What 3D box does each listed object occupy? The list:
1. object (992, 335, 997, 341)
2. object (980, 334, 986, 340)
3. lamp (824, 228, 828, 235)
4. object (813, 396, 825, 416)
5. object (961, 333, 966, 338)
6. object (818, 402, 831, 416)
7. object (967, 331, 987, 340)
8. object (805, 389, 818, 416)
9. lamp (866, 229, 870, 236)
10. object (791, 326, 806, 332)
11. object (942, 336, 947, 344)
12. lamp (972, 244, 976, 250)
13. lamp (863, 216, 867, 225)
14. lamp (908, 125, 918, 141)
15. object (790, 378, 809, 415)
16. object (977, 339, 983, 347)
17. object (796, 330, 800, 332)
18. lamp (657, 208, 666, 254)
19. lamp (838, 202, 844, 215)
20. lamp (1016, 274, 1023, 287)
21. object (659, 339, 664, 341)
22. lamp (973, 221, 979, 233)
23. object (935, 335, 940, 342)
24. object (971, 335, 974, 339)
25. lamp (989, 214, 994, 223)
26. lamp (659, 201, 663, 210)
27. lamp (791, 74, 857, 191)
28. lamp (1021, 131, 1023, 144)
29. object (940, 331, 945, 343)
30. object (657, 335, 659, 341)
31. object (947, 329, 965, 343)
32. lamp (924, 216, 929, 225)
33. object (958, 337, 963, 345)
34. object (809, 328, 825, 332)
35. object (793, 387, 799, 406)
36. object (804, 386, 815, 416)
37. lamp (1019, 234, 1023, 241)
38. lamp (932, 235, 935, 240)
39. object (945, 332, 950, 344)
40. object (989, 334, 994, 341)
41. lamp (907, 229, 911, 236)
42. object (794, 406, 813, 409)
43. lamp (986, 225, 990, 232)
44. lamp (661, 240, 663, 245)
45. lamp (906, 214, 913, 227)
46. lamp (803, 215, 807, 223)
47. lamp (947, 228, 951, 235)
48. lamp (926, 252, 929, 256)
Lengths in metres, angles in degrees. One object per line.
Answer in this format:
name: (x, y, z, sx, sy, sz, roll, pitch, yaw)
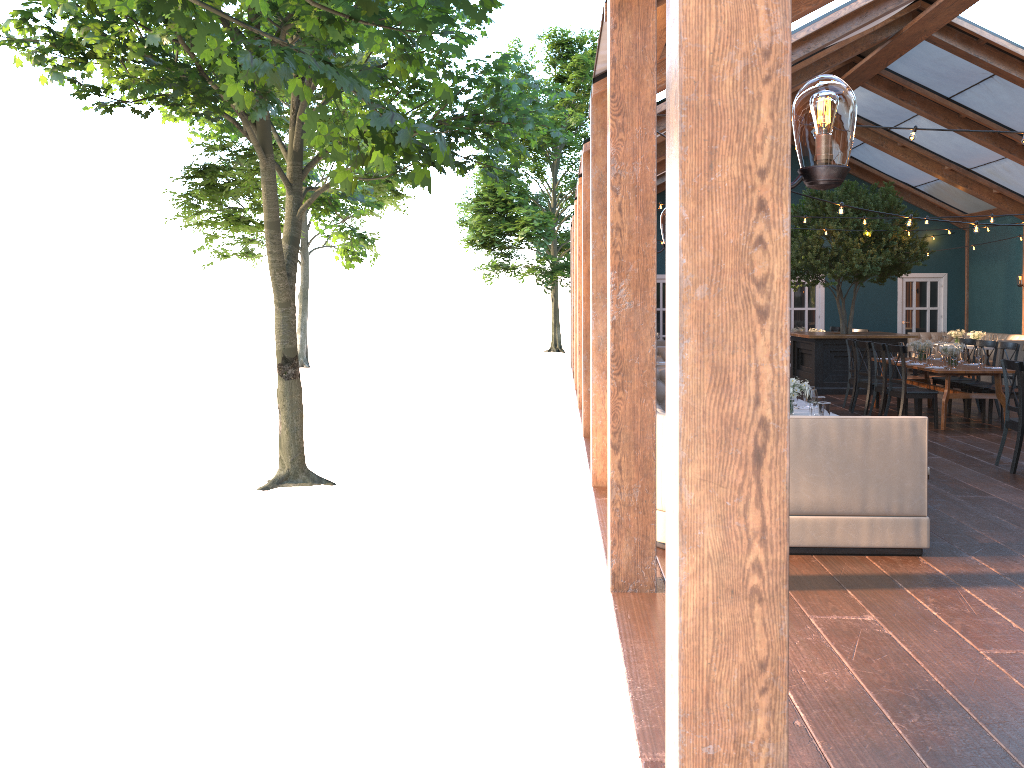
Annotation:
object: (9.161, -0.815, 16.793, 0.092, 0.244, 0.092, -2, 3, -39)
object: (8.976, -0.821, 16.867, 0.092, 0.244, 0.092, -2, 3, -39)
lamp: (5.006, -2.428, 14.100, 0.056, 0.121, 0.056, -1, 2, -16)
object: (2.376, 0.178, 6.849, 0.092, 0.158, 0.092, -1, 2, -11)
object: (9.016, -0.896, 17.662, 0.092, 0.244, 0.092, -2, 3, -39)
object: (2.283, 0.214, 6.471, 0.092, 0.158, 0.092, -1, 2, -11)
object: (9.129, -0.904, 17.398, 0.329, 0.309, 0.336, -4, 5, -45)
object: (2.222, 0.163, 6.561, 0.092, 0.244, 0.092, -2, 3, -45)
lamp: (5.746, -2.448, 14.292, 0.056, 0.121, 0.056, 1, 2, 28)
object: (5.991, -1.049, 18.469, 0.329, 0.309, 0.337, 0, 4, 1)
object: (8.974, -0.919, 18.374, 0.092, 0.158, 0.092, -1, 2, -11)
lamp: (8.440, -2.502, 16.169, 0.056, 0.121, 0.056, -1, 2, -19)
lamp: (4.743, -2.198, 11.896, 0.056, 0.121, 0.056, 2, 3, 44)
lamp: (3.104, -1.938, 6.843, 0.056, 0.114, 0.075, -2, 3, -41)
object: (2.193, 0.086, 7.043, 0.329, 0.309, 0.337, -2, 4, -22)
object: (8.885, -0.773, 16.807, 0.092, 0.158, 0.092, -1, 2, -11)
object: (5.859, -0.983, 18.113, 0.092, 0.244, 0.092, -2, 3, -45)
lamp: (0.869, -0.827, 4.848, 0.178, 0.319, 0.146, 0, 2, 3)
lamp: (3.055, -1.631, 8.213, 0.056, 0.120, 0.056, 0, 2, 0)
lamp: (10.412, -2.096, 18.100, 0.178, 0.319, 0.146, 0, 2, 3)
object: (2.944, -0.808, 17.434, 0.092, 0.158, 0.092, -1, 2, -11)
lamp: (4.522, -1.530, 8.619, 0.056, 0.121, 0.056, 0, 2, 2)
object: (9.030, -0.955, 18.766, 0.092, 0.158, 0.092, -1, 2, -11)
object: (9.265, -0.906, 17.769, 0.092, 0.244, 0.092, -2, 3, -39)
lamp: (6.170, -2.130, 11.376, 0.056, 0.121, 0.056, 0, 2, 18)
lamp: (2.147, -2.578, 12.771, 0.056, 0.121, 0.056, 0, 2, 6)
lamp: (0.722, -0.570, 2.093, 0.178, 0.319, 0.146, 0, 2, 3)
lamp: (3.812, -1.835, 6.564, 0.056, 0.120, 0.056, -1, 2, -21)
object: (9.091, -0.990, 18.674, 0.092, 0.244, 0.092, -2, 3, -45)
object: (2.844, -0.845, 17.373, 0.092, 0.244, 0.092, -2, 3, -39)
object: (9.159, -0.981, 18.230, 0.336, 0.309, 0.330, -2, 4, -32)
lamp: (5.452, -2.155, 11.635, 0.056, 0.121, 0.056, -1, 2, -22)
object: (8.925, -0.847, 17.603, 0.092, 0.158, 0.092, -1, 2, -11)
object: (6.003, -0.953, 17.435, 0.329, 0.309, 0.337, 1, 4, 18)
object: (2.416, 0.108, 7.599, 0.092, 0.158, 0.092, -1, 2, -11)
object: (2.285, 0.141, 6.788, 0.092, 0.244, 0.092, -2, 3, -45)
lamp: (9.131, -2.626, 15.873, 0.056, 0.118, 0.066, -1, 3, -21)
lamp: (9.855, -3.427, 20.673, 0.056, 0.120, 0.056, -1, 2, -15)
object: (9.065, -0.968, 18.433, 0.092, 0.244, 0.092, -2, 3, -45)
object: (9.224, -0.837, 17.019, 0.092, 0.244, 0.092, -2, 3, -39)
lamp: (6.487, -2.478, 14.457, 0.060, 0.119, 0.056, -1, 2, -12)
object: (2.457, 0.193, 7.439, 0.255, 0.019, 0.158, 0, 5, 3)
lamp: (7.964, -2.602, 14.796, 0.056, 0.117, 0.068, 0, 2, 0)
lamp: (3.236, -3.051, 19.065, 0.056, 0.120, 0.056, 0, 2, 18)
lamp: (3.781, -1.556, 8.422, 0.056, 0.120, 0.056, -2, 3, -37)
lamp: (4.021, -2.263, 12.143, 0.056, 0.121, 0.056, 0, 2, 12)
lamp: (7.230, -2.528, 14.627, 0.060, 0.119, 0.056, 1, 2, 27)
lamp: (7.742, -2.431, 16.473, 0.056, 0.121, 0.056, -1, 2, -21)
